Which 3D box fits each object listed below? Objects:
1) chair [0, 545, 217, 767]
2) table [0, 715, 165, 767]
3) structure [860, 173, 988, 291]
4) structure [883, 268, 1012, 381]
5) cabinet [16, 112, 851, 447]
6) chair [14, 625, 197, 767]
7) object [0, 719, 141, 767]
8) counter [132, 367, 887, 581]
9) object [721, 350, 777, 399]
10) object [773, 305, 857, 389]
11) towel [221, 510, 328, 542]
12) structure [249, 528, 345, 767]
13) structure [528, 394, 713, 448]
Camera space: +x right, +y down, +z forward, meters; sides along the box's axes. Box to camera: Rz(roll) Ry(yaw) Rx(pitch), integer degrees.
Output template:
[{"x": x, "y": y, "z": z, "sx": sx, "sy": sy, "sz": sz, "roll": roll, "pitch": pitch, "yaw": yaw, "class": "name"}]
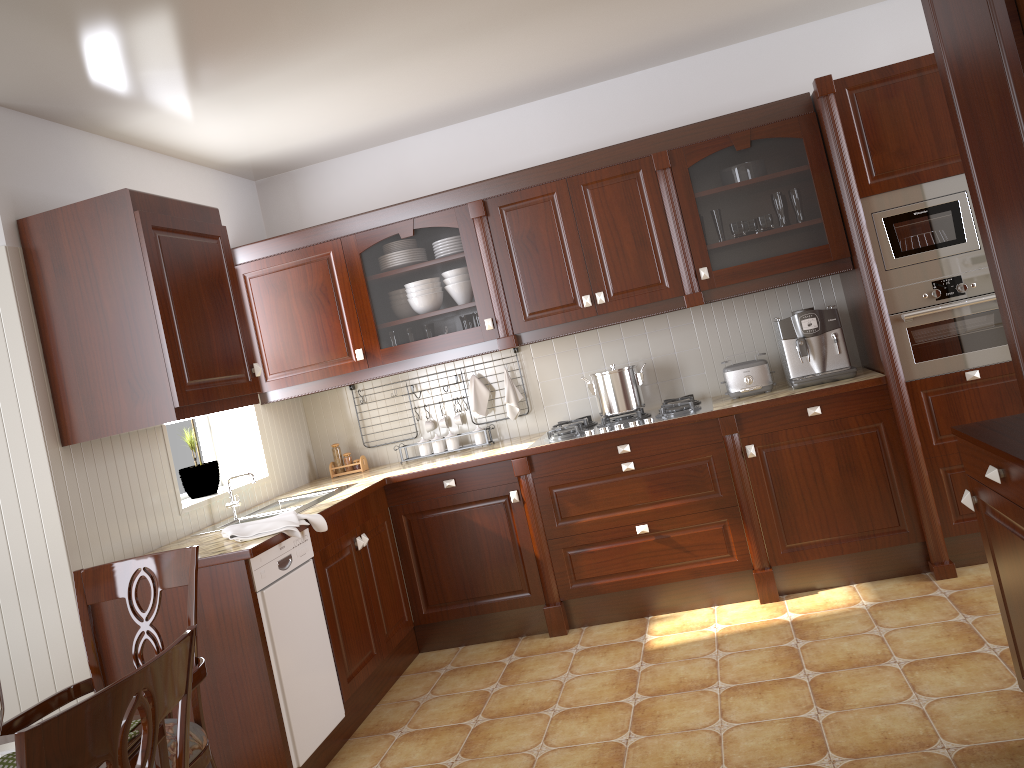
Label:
[{"x": -0.878, "y": 0.808, "z": 1.972, "sx": 0.403, "sy": 0.748, "sz": 0.459, "roll": -13, "pitch": -1, "yaw": 9, "class": "chair"}, {"x": -1.367, "y": 1.033, "z": 1.316, "sx": 1.671, "sy": 0.560, "sz": 0.736, "roll": -12, "pitch": 0, "yaw": 12, "class": "table"}, {"x": 1.717, "y": -0.628, "z": 3.683, "sx": 0.493, "sy": 0.387, "sz": 0.317, "roll": -13, "pitch": -1, "yaw": 12, "class": "structure"}, {"x": 1.769, "y": -0.243, "z": 3.511, "sx": 0.492, "sy": 0.376, "sz": 0.041, "roll": -13, "pitch": -3, "yaw": 12, "class": "structure"}, {"x": -0.118, "y": -0.517, "z": 3.349, "sx": 2.770, "sy": 0.781, "sz": 1.372, "roll": -12, "pitch": 1, "yaw": 12, "class": "cabinet"}, {"x": -0.607, "y": 0.773, "z": 1.156, "sx": 0.457, "sy": 0.748, "sz": 0.405, "roll": -13, "pitch": -2, "yaw": 12, "class": "chair"}, {"x": -0.738, "y": 0.579, "z": 1.261, "sx": 0.165, "sy": 0.056, "sz": 0.531, "roll": -12, "pitch": 2, "yaw": 26, "class": "object"}, {"x": 0.112, "y": 0.297, "z": 3.507, "sx": 2.772, "sy": 0.032, "sz": 1.829, "roll": -12, "pitch": 2, "yaw": 12, "class": "counter"}, {"x": 1.051, "y": -0.043, "z": 3.953, "sx": 0.242, "sy": 0.189, "sz": 0.141, "roll": -13, "pitch": -1, "yaw": 13, "class": "object"}, {"x": 1.322, "y": -0.170, "z": 3.886, "sx": 0.273, "sy": 0.323, "sz": 0.324, "roll": -13, "pitch": 0, "yaw": 12, "class": "object"}, {"x": -0.828, "y": 0.515, "z": 3.107, "sx": 0.346, "sy": 0.097, "sz": 0.327, "roll": -13, "pitch": 2, "yaw": -25, "class": "towel"}, {"x": -0.881, "y": 0.941, "z": 3.035, "sx": 0.378, "sy": 0.749, "sz": 0.424, "roll": -13, "pitch": -2, "yaw": 12, "class": "structure"}, {"x": 0.506, "y": 0.155, "z": 4.044, "sx": 0.813, "sy": 0.046, "sz": 0.592, "roll": -12, "pitch": 2, "yaw": 12, "class": "structure"}]
